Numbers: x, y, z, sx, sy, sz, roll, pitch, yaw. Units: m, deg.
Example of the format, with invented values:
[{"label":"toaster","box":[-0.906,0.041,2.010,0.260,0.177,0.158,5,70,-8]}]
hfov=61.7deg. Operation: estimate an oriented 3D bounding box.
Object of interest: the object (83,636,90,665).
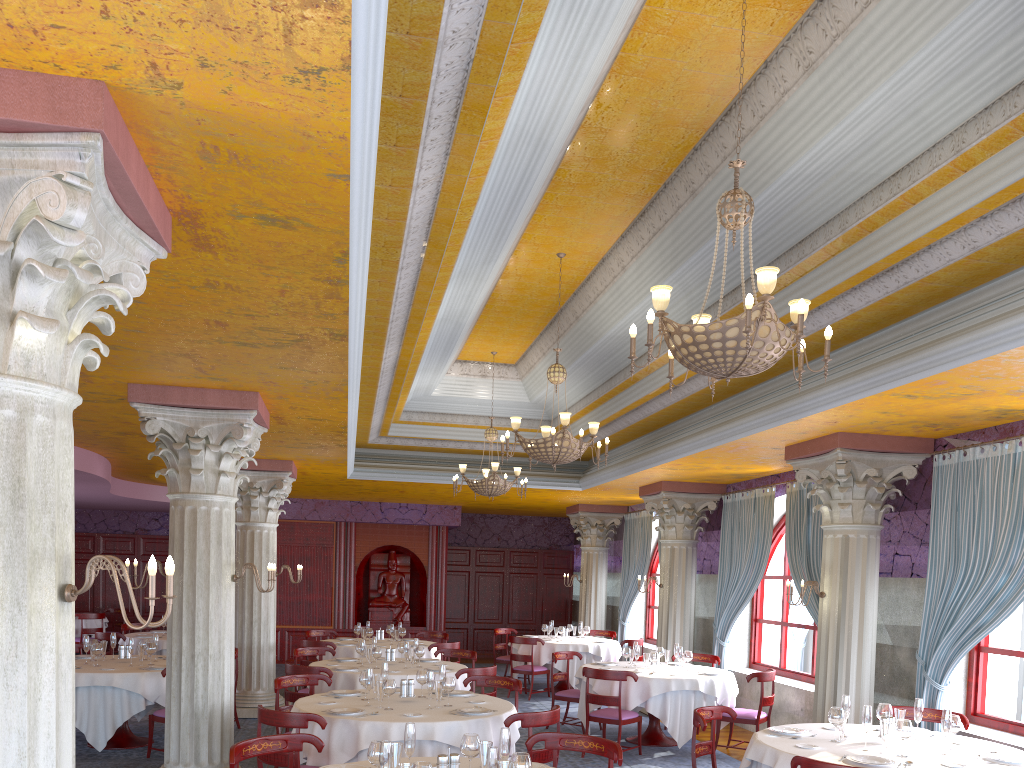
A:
[{"label":"object","box":[-4.901,3.064,9.862,0.073,0.336,0.073,3,2,25]}]

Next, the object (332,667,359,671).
[{"label":"object","box":[-1.962,3.363,10.101,0.313,0.024,0.319,4,-13,-11]}]

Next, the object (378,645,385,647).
[{"label":"object","box":[-2.032,4.086,13.350,0.159,0.009,0.162,4,-13,-11]}]

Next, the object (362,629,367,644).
[{"label":"object","box":[-2.350,4.037,13.680,0.086,0.238,0.085,1,1,-31]}]

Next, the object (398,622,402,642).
[{"label":"object","box":[-1.861,4.124,14.227,0.073,0.336,0.073,3,2,25]}]

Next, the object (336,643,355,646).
[{"label":"object","box":[-2.591,4.063,13.355,0.313,0.024,0.319,4,-13,-11]}]

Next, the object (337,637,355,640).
[{"label":"object","box":[-2.802,4.291,14.417,0.313,0.024,0.319,-5,-14,28]}]

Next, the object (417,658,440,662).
[{"label":"object","box":[-1.110,3.671,11.375,0.313,0.024,0.320,-2,-13,19]}]

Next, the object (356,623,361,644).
[{"label":"object","box":[-2.460,3.998,13.743,0.073,0.336,0.073,3,2,25]}]

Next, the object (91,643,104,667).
[{"label":"object","box":[-4.704,3.074,9.719,0.122,0.265,0.122,2,0,3]}]

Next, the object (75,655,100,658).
[{"label":"object","box":[-5.243,3.356,10.536,0.313,0.024,0.319,4,-13,-11]}]

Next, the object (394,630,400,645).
[{"label":"object","box":[-1.855,4.078,13.799,0.085,0.238,0.085,2,1,14]}]

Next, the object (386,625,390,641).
[{"label":"object","box":[-2.060,4.186,14.372,0.122,0.265,0.122,2,0,-20]}]

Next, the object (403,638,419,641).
[{"label":"object","box":[-1.739,4.371,14.629,0.316,0.024,0.317,9,-14,-30]}]

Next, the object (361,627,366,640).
[{"label":"object","box":[-2.469,4.142,14.175,0.085,0.238,0.085,2,1,14]}]

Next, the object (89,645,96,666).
[{"label":"object","box":[-4.791,3.102,9.799,0.086,0.238,0.085,1,1,-31]}]

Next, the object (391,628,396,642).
[{"label":"object","box":[-1.974,4.184,14.294,0.086,0.238,0.085,2,1,-8]}]

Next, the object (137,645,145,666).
[{"label":"object","box":[-4.296,3.144,9.918,0.085,0.238,0.085,2,1,14]}]

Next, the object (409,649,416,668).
[{"label":"object","box":[-1.226,3.379,10.546,0.085,0.238,0.085,2,1,14]}]

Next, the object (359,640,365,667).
[{"label":"object","box":[-1.831,3.299,10.489,0.074,0.336,0.073,1,2,-20]}]

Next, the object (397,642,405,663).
[{"label":"object","box":[-1.430,3.486,11.119,0.122,0.265,0.122,2,0,3]}]

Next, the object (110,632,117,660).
[{"label":"object","box":[-4.843,3.185,10.402,0.073,0.336,0.073,3,2,25]}]

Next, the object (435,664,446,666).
[{"label":"object","box":[-0.907,3.583,10.912,0.159,0.009,0.162,-5,-14,28]}]

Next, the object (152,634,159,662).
[{"label":"object","box":[-4.302,3.190,10.345,0.073,0.336,0.073,3,2,25]}]

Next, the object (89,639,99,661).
[{"label":"object","box":[-4.988,3.173,10.206,0.122,0.265,0.122,2,0,3]}]

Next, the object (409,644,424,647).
[{"label":"object","box":[-1.528,4.143,13.567,0.313,0.024,0.319,4,-13,-11]}]

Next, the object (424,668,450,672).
[{"label":"object","box":[-0.899,3.443,10.314,0.313,0.024,0.319,4,-13,-11]}]

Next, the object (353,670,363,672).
[{"label":"object","box":[-1.803,3.364,10.033,0.022,0.003,0.258,-6,-15,32]}]

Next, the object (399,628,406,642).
[{"label":"object","box":[-1.776,4.087,13.885,0.122,0.265,0.122,2,0,-20]}]

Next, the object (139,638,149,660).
[{"label":"object","box":[-4.500,3.251,10.491,0.122,0.265,0.122,2,0,3]}]

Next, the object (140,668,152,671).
[{"label":"object","box":[-4.090,3.180,9.547,0.233,0.013,0.028,-7,-13,34]}]

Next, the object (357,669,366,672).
[{"label":"object","box":[-1.769,3.352,10.014,0.055,0.019,0.261,-6,-15,37]}]

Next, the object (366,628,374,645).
[{"label":"object","box":[-2.264,4.009,13.601,0.122,0.265,0.122,2,0,-20]}]

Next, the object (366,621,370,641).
[{"label":"object","box":[-2.402,4.120,14.284,0.073,0.336,0.073,3,2,25]}]

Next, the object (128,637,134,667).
[{"label":"object","box":[-4.360,3.068,9.805,0.073,0.336,0.073,3,2,25]}]

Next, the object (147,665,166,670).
[{"label":"object","box":[-3.969,3.208,9.686,0.313,0.024,0.319,4,-13,-11]}]

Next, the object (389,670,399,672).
[{"label":"object","box":[-1.403,3.387,10.096,0.159,0.009,0.162,-5,-14,28]}]

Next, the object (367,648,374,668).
[{"label":"object","box":[-1.721,3.337,10.426,0.085,0.238,0.085,2,1,14]}]

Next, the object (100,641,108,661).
[{"label":"object","box":[-4.910,3.208,10.294,0.085,0.238,0.086,2,1,37]}]

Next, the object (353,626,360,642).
[{"label":"object","box":[-2.548,4.107,14.088,0.122,0.265,0.122,2,0,-20]}]

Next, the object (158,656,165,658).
[{"label":"object","box":[-4.373,3.452,10.836,0.055,0.019,0.261,-6,-15,37]}]

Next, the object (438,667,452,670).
[{"label":"object","box":[-0.811,3.491,10.507,0.258,0.020,0.055,-8,-14,38]}]

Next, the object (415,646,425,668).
[{"label":"object","box":[-1.146,3.387,10.631,0.123,0.265,0.122,2,0,-42]}]

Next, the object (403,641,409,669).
[{"label":"object","box":[-1.290,3.303,10.432,0.073,0.336,0.073,3,2,25]}]

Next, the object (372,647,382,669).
[{"label":"object","box":[-1.634,3.309,10.347,0.122,0.265,0.122,2,0,-20]}]

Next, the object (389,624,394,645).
[{"label":"object","box":[-1.919,4.003,13.686,0.073,0.336,0.073,3,2,25]}]

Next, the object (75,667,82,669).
[{"label":"object","box":[-4.839,3.117,9.386,0.055,0.019,0.261,-6,-15,37]}]

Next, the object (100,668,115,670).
[{"label":"object","box":[-4.473,3.152,9.468,0.161,0.009,0.160,12,-16,-40]}]

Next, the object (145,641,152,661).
[{"label":"object","box":[-4.414,3.250,10.413,0.086,0.238,0.085,1,1,-31]}]

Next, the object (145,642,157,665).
[{"label":"object","box":[-4.216,3.152,10.004,0.122,0.265,0.122,2,0,3]}]
